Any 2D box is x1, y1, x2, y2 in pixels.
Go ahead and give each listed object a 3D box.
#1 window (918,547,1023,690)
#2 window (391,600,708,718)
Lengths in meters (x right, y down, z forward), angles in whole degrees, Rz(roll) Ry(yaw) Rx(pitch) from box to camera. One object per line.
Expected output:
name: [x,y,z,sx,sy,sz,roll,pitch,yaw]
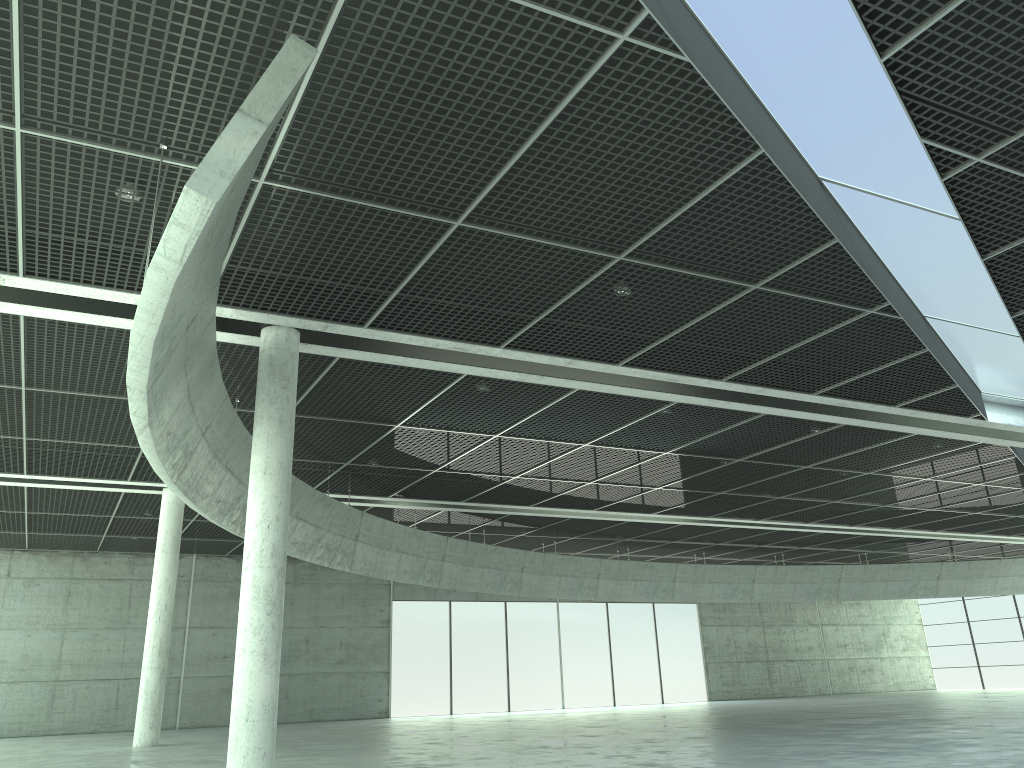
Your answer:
window: [26.846,9.124,42.613,100.653,16.077,99.716,8,-23,-26]
window: [4.515,28.121,82.943,33.484,10.660,0.159,8,-23,-26]
